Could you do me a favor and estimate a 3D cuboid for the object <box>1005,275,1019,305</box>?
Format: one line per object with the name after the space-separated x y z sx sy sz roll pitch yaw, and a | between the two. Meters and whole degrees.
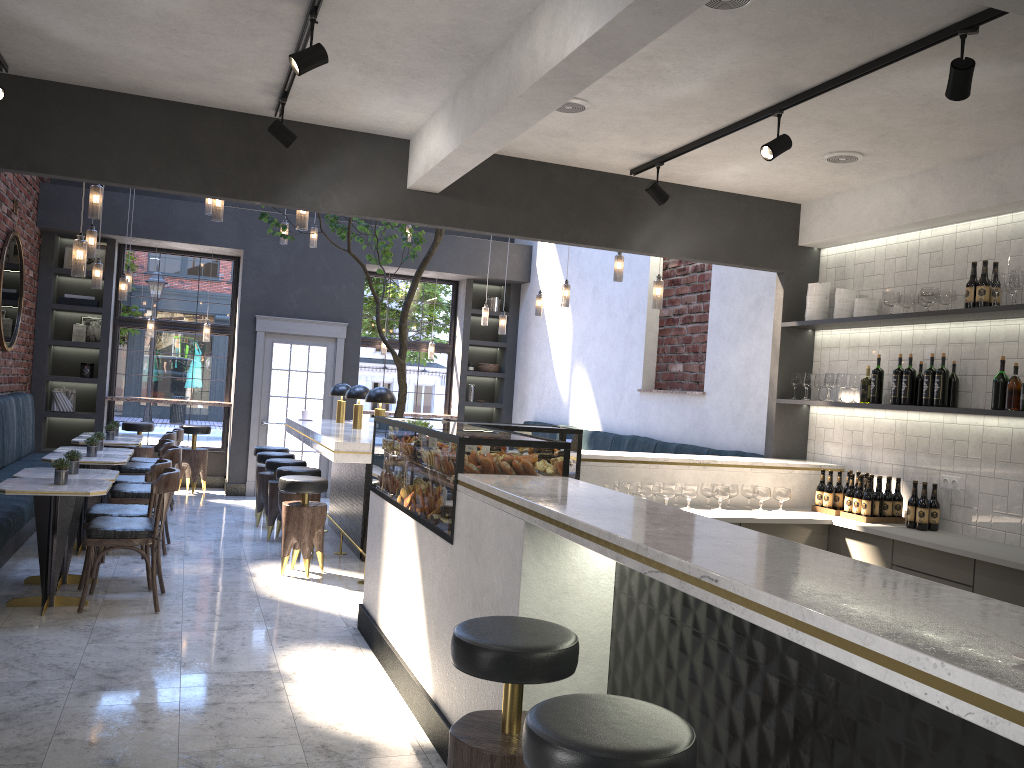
2.723 -0.498 4.829 0.070 0.188 0.070 4 0 -6 | object

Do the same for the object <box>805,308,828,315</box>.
2.140 -0.491 6.225 0.153 0.074 0.154 4 0 -17 | object

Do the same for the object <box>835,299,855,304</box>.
2.277 -0.546 6.038 0.153 0.075 0.154 4 0 37 | object

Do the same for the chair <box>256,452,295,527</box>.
-2.354 1.051 8.764 0.370 0.737 0.371 4 0 -29 | chair

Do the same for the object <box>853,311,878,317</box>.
2.335 -0.445 5.860 0.153 0.055 0.153 4 0 32 | object

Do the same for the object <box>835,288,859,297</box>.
2.282 -0.610 6.034 0.154 0.076 0.153 4 0 1 | object

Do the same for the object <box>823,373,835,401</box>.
2.144 0.021 5.999 0.070 0.188 0.070 4 0 -29 | object

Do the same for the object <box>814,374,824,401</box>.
2.167 0.024 6.259 0.070 0.188 0.070 4 0 -29 | object

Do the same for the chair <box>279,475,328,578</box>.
-1.619 1.086 6.802 0.372 0.737 0.370 4 0 23 | chair

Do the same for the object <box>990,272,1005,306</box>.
2.620 -0.505 4.791 0.070 0.188 0.070 4 0 -6 | object

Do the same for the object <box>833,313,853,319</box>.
2.268 -0.448 6.042 0.153 0.055 0.153 4 0 32 | object

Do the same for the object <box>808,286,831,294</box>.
2.153 -0.648 6.218 0.153 0.067 0.153 4 0 26 | object

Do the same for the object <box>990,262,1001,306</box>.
2.695 -0.542 4.955 0.069 0.279 0.070 4 0 2 | object

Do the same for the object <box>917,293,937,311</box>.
2.534 -0.484 5.421 0.114 0.147 0.114 4 0 -15 | object

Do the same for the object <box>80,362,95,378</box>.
-5.128 -0.165 10.704 0.152 0.181 0.152 4 0 18 | object

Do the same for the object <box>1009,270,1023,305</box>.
2.661 -0.503 4.680 0.070 0.188 0.070 4 0 -29 | object

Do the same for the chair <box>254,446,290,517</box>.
-2.578 1.041 9.438 0.372 0.737 0.370 4 0 23 | chair

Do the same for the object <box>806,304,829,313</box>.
2.143 -0.521 6.225 0.153 0.062 0.153 4 0 9 | object

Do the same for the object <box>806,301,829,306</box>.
2.143 -0.553 6.223 0.153 0.075 0.154 4 0 37 | object

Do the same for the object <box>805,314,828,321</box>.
2.135 -0.456 6.227 0.153 0.055 0.153 4 0 32 | object

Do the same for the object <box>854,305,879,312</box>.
2.340 -0.480 5.858 0.153 0.074 0.154 4 0 -17 | object

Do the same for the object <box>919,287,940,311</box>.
2.462 -0.490 5.234 0.114 0.147 0.114 4 0 -15 | object

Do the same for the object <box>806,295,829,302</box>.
2.144 -0.583 6.222 0.153 0.060 0.153 4 0 -38 | object

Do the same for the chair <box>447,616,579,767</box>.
-0.017 1.120 2.559 0.370 0.821 0.372 4 0 33 | chair

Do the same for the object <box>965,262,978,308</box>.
2.598 -0.548 5.000 0.070 0.279 0.069 4 0 -13 | object

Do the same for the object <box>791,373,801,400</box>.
2.023 0.015 6.332 0.070 0.188 0.070 4 0 -29 | object

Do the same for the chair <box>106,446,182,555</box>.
-3.016 0.936 7.289 0.521 0.851 0.538 4 0 -19 | chair

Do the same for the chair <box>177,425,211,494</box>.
-3.924 0.920 10.911 0.370 0.821 0.372 4 0 33 | chair

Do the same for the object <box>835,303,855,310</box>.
2.277 -0.513 6.040 0.153 0.062 0.153 4 0 9 | object

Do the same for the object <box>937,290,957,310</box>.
2.585 -0.482 5.279 0.114 0.147 0.114 4 0 -15 | object

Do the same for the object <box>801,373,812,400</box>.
2.064 0.017 6.221 0.070 0.188 0.070 4 0 -29 | object

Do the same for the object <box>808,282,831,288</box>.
2.152 -0.680 6.216 0.153 0.070 0.153 4 0 26 | object

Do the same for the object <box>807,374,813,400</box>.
2.126 0.023 6.370 0.070 0.188 0.070 4 0 -29 | object

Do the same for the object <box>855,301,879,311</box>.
2.343 -0.510 5.858 0.153 0.062 0.153 4 0 9 | object

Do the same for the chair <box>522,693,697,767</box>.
0.182 1.128 1.902 0.370 0.821 0.372 4 0 -11 | chair

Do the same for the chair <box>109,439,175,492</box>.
-3.290 0.922 7.860 0.521 0.851 0.538 4 0 -26 | chair

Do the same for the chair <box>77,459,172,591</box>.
-2.661 0.951 6.139 0.521 0.851 0.538 4 0 -19 | chair

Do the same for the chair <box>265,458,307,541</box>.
-2.089 1.064 8.124 0.372 0.737 0.370 4 0 23 | chair

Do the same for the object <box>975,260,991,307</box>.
2.623 -0.547 4.930 0.069 0.279 0.070 4 0 32 | object

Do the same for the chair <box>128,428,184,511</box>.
-3.820 0.898 9.506 0.521 0.851 0.497 4 0 -21 | chair

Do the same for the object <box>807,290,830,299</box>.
2.148 -0.618 6.219 0.154 0.076 0.153 4 0 1 | object

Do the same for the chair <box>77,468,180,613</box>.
-2.407 0.964 5.617 0.521 0.851 0.538 4 0 -19 | chair

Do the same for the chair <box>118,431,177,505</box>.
-3.686 0.903 8.938 0.521 0.851 0.538 4 0 -19 | chair

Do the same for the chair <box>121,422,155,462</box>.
-4.538 0.877 10.711 0.371 0.821 0.370 4 0 33 | chair

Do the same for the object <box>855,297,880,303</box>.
2.343 -0.543 5.856 0.153 0.075 0.154 4 0 37 | object

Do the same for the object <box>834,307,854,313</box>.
2.274 -0.483 6.041 0.153 0.074 0.154 4 0 -17 | object

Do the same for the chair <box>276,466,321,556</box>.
-1.818 1.078 7.478 0.372 0.737 0.370 4 0 7 | chair

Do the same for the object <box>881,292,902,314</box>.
2.359 -0.495 5.518 0.114 0.147 0.114 4 0 -15 | object

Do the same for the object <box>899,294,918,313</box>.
2.482 -0.487 5.563 0.114 0.147 0.114 4 0 -15 | object

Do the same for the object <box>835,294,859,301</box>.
2.278 -0.575 6.037 0.153 0.060 0.153 4 0 -38 | object

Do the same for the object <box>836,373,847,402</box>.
2.185 0.023 5.889 0.070 0.188 0.070 4 0 -6 | object

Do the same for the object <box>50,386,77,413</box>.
-5.376 0.173 10.638 0.250 0.323 0.241 4 0 -20 | object
